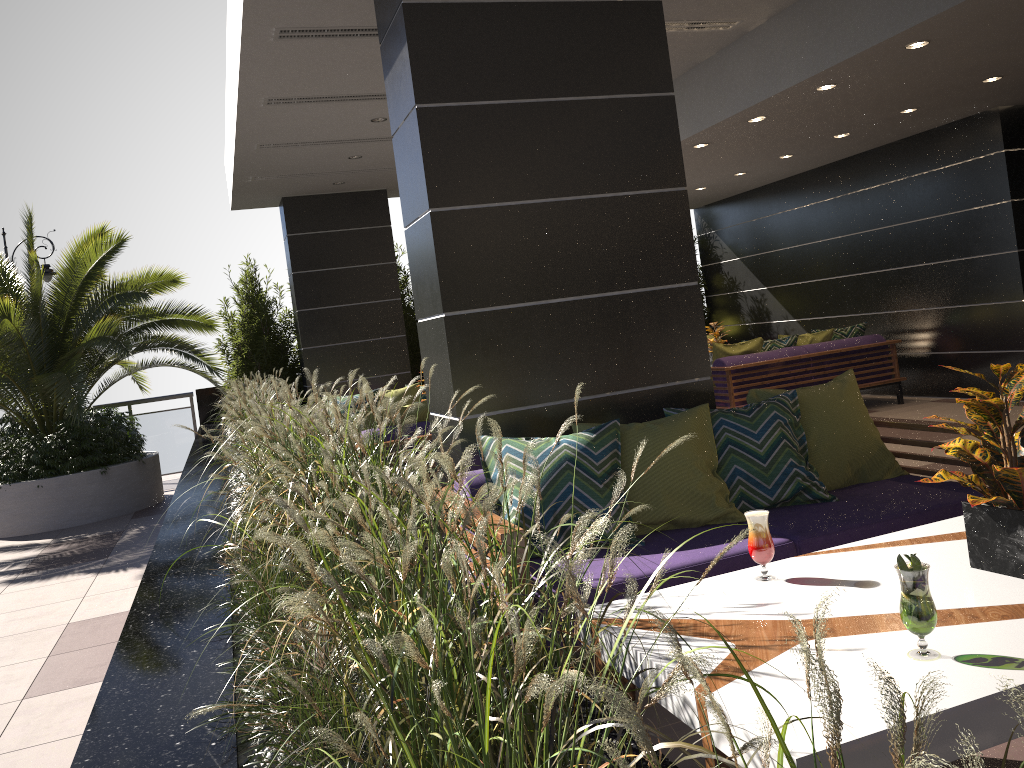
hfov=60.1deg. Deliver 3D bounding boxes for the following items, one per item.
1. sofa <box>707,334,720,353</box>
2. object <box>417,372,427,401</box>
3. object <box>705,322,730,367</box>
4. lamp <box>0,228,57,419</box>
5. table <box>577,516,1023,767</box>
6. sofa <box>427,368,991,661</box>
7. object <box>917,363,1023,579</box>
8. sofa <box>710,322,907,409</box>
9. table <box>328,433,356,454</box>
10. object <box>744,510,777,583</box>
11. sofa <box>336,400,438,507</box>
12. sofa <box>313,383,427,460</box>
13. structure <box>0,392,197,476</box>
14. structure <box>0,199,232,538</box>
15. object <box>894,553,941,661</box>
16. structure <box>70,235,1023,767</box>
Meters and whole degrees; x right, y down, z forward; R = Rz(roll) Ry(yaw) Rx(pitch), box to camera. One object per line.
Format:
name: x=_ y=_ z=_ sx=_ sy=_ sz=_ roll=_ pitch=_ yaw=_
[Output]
sofa: x=2.108 y=-0.150 z=11.849 sx=2.131 sy=0.919 sz=1.117 roll=-9 pitch=2 yaw=-18
object: x=-0.641 y=0.096 z=7.950 sx=0.430 sy=0.526 sz=0.425 roll=-8 pitch=1 yaw=-1
object: x=2.441 y=-0.477 z=10.589 sx=0.430 sy=0.526 sz=0.425 roll=-8 pitch=1 yaw=-1
lamp: x=-5.873 y=-0.226 z=10.593 sx=1.125 sy=3.327 sz=0.263 roll=-8 pitch=0 yaw=-18
table: x=1.313 y=0.733 z=2.215 sx=2.042 sy=0.553 sz=0.940 roll=-9 pitch=3 yaw=-18
sofa: x=0.829 y=0.526 z=3.638 sx=2.131 sy=0.919 sz=1.117 roll=-9 pitch=2 yaw=-18
object: x=1.246 y=0.198 z=2.207 sx=0.430 sy=0.526 sz=0.425 roll=-8 pitch=1 yaw=-6
sofa: x=2.908 y=-0.106 z=9.411 sx=2.131 sy=0.919 sz=1.117 roll=-9 pitch=2 yaw=-18
table: x=-0.568 y=0.631 z=7.949 sx=2.042 sy=0.553 sz=0.940 roll=-9 pitch=3 yaw=-18
object: x=0.672 y=0.437 z=2.390 sx=0.069 sy=0.181 sz=0.068 roll=-8 pitch=1 yaw=-35
sofa: x=-0.178 y=0.471 z=6.708 sx=2.131 sy=0.919 sz=1.117 roll=-9 pitch=2 yaw=-18
sofa: x=-0.978 y=0.428 z=9.146 sx=2.131 sy=0.919 sz=1.117 roll=-9 pitch=2 yaw=-18
structure: x=-7.133 y=1.667 z=1.162 sx=12.949 sy=1.058 sz=17.479 roll=-9 pitch=4 yaw=-18
structure: x=-4.910 y=-0.251 z=9.211 sx=3.740 sy=3.302 sz=3.816 roll=-7 pitch=2 yaw=25
object: x=0.814 y=0.441 z=1.779 sx=0.069 sy=0.211 sz=0.068 roll=-8 pitch=0 yaw=-35
structure: x=3.155 y=-0.770 z=1.560 sx=7.836 sy=3.120 sz=24.694 roll=-9 pitch=4 yaw=-18
